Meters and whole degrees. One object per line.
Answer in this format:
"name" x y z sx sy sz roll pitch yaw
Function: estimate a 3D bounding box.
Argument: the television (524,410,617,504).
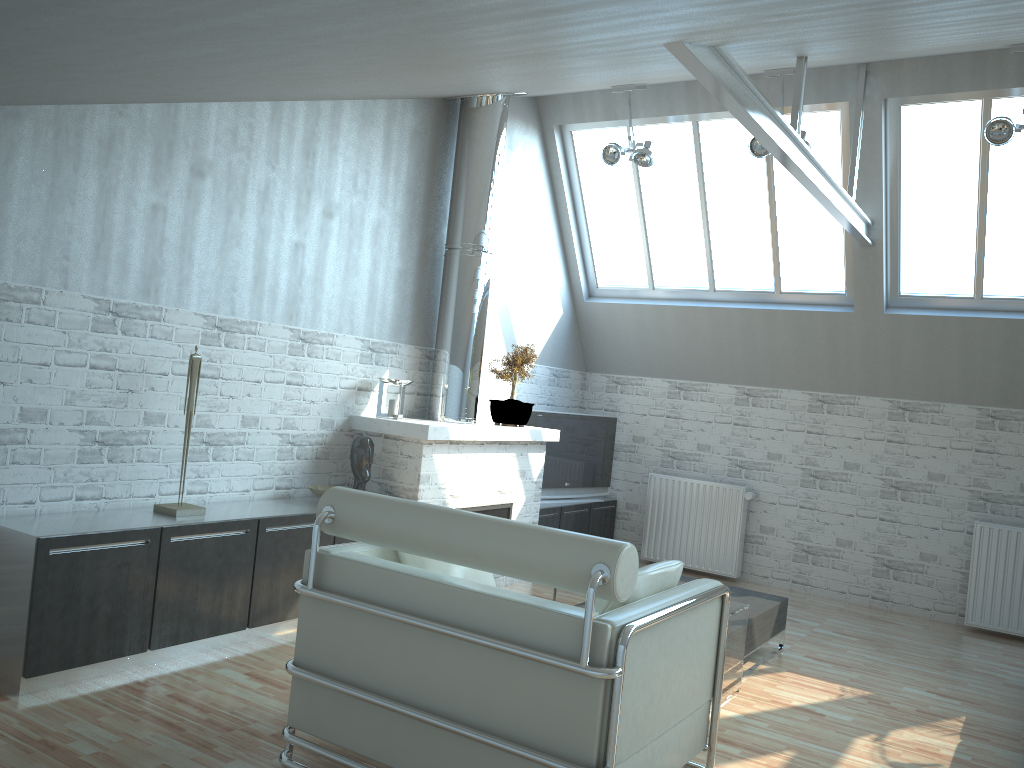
"television" 0.888 1.244 15.218 0.592 1.514 2.577 6 -1 42

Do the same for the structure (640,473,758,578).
"structure" 3.212 2.420 15.282 1.892 1.524 0.508 6 0 32

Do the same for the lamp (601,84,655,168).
"lamp" 1.694 -3.794 12.928 0.808 1.172 0.619 6 -1 36

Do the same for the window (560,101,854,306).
"window" 3.120 -2.836 14.318 4.651 2.787 1.897 6 0 32

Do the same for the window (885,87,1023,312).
"window" 7.412 -2.412 11.632 4.651 2.787 1.897 6 0 32

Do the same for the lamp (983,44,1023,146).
"lamp" 5.949 -3.374 10.265 0.808 1.172 0.618 6 -1 36

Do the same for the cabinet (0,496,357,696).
"cabinet" -3.006 1.944 9.203 0.914 1.270 4.572 6 0 32

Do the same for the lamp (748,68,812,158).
"lamp" 3.562 -3.609 11.759 0.808 1.172 0.619 6 -1 36

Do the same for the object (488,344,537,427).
"object" -0.039 -0.019 13.043 0.572 1.265 1.115 6 -1 36

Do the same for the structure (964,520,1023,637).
"structure" 7.551 2.848 12.567 1.892 1.524 0.508 6 0 32

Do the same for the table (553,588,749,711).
"table" 1.387 2.577 9.085 1.726 0.867 1.015 6 0 32

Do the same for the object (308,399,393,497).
"object" -0.019 1.608 9.653 4.859 2.558 1.528 6 0 31

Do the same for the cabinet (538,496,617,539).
"cabinet" 0.657 2.492 15.167 0.908 1.016 3.234 6 0 32

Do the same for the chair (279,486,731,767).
"chair" 0.022 1.869 6.422 2.507 2.001 2.201 6 0 32

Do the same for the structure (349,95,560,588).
"structure" -0.551 -0.747 12.419 1.309 7.180 3.302 6 0 32
